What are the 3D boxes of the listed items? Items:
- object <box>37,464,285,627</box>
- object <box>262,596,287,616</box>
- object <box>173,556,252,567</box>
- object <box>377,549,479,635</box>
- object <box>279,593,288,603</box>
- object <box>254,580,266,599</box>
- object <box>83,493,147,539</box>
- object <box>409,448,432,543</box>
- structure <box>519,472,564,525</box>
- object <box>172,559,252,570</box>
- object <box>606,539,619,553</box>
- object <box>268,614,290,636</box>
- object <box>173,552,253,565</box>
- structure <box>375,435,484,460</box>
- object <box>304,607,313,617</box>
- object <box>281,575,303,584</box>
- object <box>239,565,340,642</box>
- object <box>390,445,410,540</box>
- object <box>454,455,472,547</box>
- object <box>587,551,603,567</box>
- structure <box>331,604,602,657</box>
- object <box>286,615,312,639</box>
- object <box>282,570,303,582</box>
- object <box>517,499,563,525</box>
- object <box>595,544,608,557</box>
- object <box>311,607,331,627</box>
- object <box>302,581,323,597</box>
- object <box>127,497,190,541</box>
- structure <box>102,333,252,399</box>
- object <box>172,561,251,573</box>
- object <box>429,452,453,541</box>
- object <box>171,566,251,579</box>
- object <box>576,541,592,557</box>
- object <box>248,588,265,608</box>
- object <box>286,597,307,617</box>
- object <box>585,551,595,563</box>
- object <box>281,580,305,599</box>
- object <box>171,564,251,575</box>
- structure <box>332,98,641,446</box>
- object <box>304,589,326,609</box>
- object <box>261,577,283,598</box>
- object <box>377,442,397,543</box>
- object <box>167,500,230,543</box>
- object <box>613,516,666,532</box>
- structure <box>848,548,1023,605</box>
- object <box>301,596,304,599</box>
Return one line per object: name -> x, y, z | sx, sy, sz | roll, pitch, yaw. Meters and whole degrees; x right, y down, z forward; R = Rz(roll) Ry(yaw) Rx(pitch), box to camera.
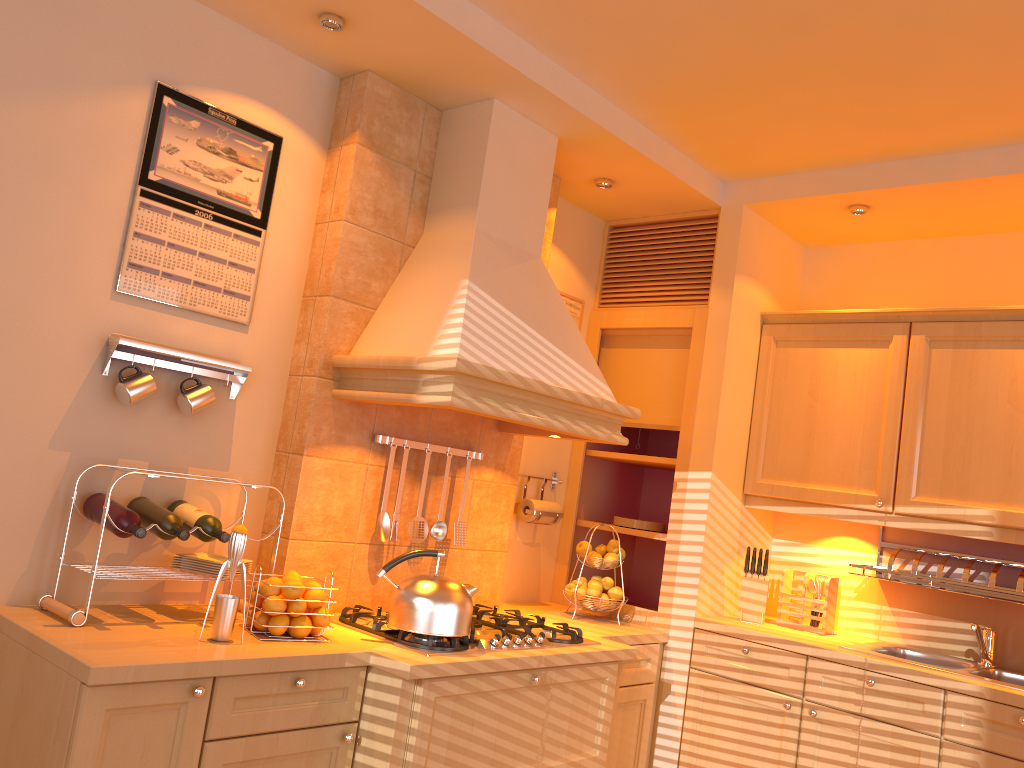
object -> -0.911, 0.436, 2.399 | 0.221, 0.379, 0.572 | 3, -8, 42
object -> -0.617, 0.576, 2.304 | 0.063, 0.051, 0.053 | 12, -7, -29
object -> -0.832, 0.497, 2.473 | 0.172, 0.011, 0.163 | 7, -6, 11
object -> -0.227, 0.587, 2.552 | 0.242, 0.215, 0.251 | 5, -7, 29
object -> -0.623, 0.579, 2.361 | 0.051, 0.053, 0.064 | 8, -6, 5
object -> -0.661, 0.550, 2.374 | 0.053, 0.051, 0.063 | 14, -8, -42
object -> -1.009, 0.341, 2.274 | 0.282, 0.095, 0.076 | 3, -8, 42
object -> -0.299, 0.379, 3.011 | 0.017, 0.320, 0.090 | 3, -8, 42
structure -> 0.116, 0.467, 3.677 | 0.126, 0.220, 0.320 | 3, -8, 42
object -> -0.833, 0.503, 2.472 | 0.172, 0.011, 0.163 | 7, -6, 11
object -> 0.403, 0.648, 3.530 | 0.055, 0.059, 0.058 | 8, -6, -1
object -> -0.607, 0.626, 2.310 | 0.052, 0.057, 0.060 | 8, -6, 4
object -> -0.831, 0.490, 2.474 | 0.172, 0.011, 0.163 | 7, -6, 11
structure -> -0.274, 0.221, 3.055 | 0.009, 0.024, 0.506 | 3, -8, 42
object -> -0.570, 0.610, 2.410 | 0.062, 0.053, 0.051 | 7, -6, 10
object -> -0.593, 0.541, 2.389 | 0.063, 0.053, 0.051 | 8, -6, 4
object -> -0.599, 0.585, 2.394 | 0.207, 0.174, 0.189 | 12, -7, -32
object -> -0.370, 0.361, 2.940 | 0.006, 0.319, 0.028 | 3, -8, 42
object -> -0.167, 0.416, 3.157 | 0.020, 0.323, 0.061 | 3, -8, 42
object -> 0.327, 0.695, 3.517 | 0.064, 0.058, 0.063 | 7, -6, 8
structure -> -0.143, 0.763, 2.812 | 0.494, 0.051, 0.797 | 3, -8, 42
object -> -0.565, 0.642, 2.351 | 0.074, 0.063, 0.064 | 6, -7, 23
object -> -0.610, 0.549, 2.463 | 0.059, 0.060, 0.050 | 8, -6, 2
object -> 0.117, 0.528, 3.662 | 0.096, 0.094, 0.186 | 2, -9, 42
object -> 0.359, 0.668, 3.557 | 0.050, 0.051, 0.051 | 11, -7, -23
object -> -0.511, 0.626, 2.376 | 0.052, 0.054, 0.061 | 11, -7, -20
object -> -0.549, 0.568, 2.439 | 0.063, 0.053, 0.051 | 7, -7, 15
object -> -0.933, 0.362, 2.360 | 0.282, 0.095, 0.076 | 3, -8, 42
structure -> -0.941, -0.046, 2.523 | 0.069, 0.118, 0.405 | 3, -9, 42
object -> -0.834, 0.510, 2.471 | 0.172, 0.011, 0.163 | 7, -6, 11
object -> -0.249, 0.390, 3.093 | 0.037, 0.309, 0.077 | 3, -8, 42
object -> -0.836, 0.523, 2.470 | 0.172, 0.011, 0.163 | 7, -6, 11
object -> 0.289, 0.660, 3.548 | 0.061, 0.064, 0.063 | 13, -8, -38
object -> -0.687, 0.578, 2.406 | 0.060, 0.055, 0.053 | 2, -9, 45
object -> -0.571, 0.589, 2.343 | 0.052, 0.053, 0.062 | 11, -7, -26
object -> 0.320, 0.700, 3.575 | 0.057, 0.056, 0.051 | 8, -6, 2
object -> -0.576, 0.541, 2.331 | 0.063, 0.051, 0.053 | 14, -8, -40
object -> -0.835, 0.517, 2.471 | 0.172, 0.011, 0.163 | 7, -6, 11
structure -> 1.517, -0.174, 2.514 | 4.091, 1.148, 1.061 | 6, -7, 16
object -> -0.530, 0.577, 2.383 | 0.053, 0.052, 0.061 | 7, -7, 15
object -> -0.629, 0.537, 2.330 | 0.057, 0.060, 0.052 | 9, -6, -9
object -> -0.400, 0.353, 2.889 | 0.028, 0.323, 0.055 | 3, -8, 42
object -> -0.857, 0.382, 2.445 | 0.282, 0.095, 0.076 | 3, -8, 42
object -> 0.548, 0.605, 3.813 | 0.222, 0.039, 0.222 | 12, -7, -30
structure -> 1.706, 0.694, 3.154 | 0.900, 0.126, 0.300 | 3, -8, 42
object -> -0.599, 0.601, 2.465 | 0.053, 0.054, 0.061 | 14, -8, -41
